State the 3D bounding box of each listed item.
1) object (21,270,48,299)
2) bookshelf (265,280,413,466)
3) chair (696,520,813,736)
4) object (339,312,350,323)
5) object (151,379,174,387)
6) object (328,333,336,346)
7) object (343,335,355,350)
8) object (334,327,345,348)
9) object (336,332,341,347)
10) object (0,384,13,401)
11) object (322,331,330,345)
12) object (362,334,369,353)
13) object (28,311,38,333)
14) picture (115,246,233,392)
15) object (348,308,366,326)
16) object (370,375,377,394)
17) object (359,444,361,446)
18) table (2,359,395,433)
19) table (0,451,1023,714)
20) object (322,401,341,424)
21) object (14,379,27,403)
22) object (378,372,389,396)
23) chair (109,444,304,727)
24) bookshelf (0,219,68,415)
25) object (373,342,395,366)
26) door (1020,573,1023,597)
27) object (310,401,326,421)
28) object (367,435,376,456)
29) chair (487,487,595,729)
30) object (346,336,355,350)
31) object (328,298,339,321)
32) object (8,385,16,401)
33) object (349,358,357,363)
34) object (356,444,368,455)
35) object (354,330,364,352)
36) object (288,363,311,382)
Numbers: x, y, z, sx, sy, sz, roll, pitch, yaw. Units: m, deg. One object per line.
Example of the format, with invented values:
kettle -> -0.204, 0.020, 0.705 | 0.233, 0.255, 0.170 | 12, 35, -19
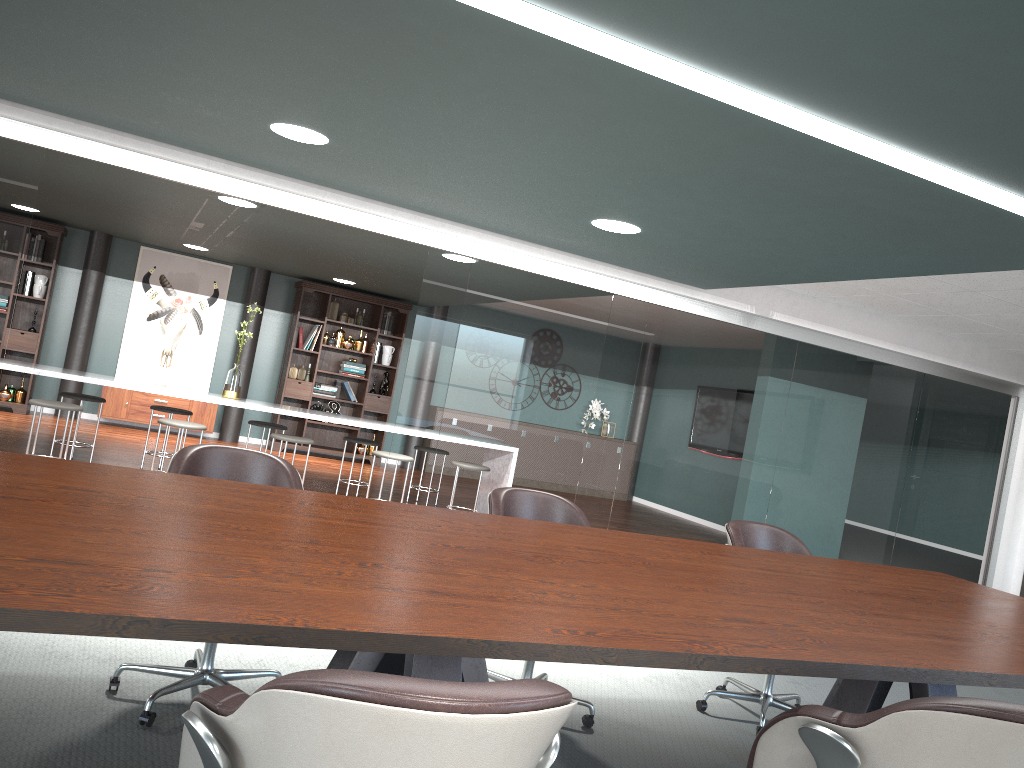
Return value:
object -> -4.984, -1.035, 9.295 | 0.268, 0.262, 0.137 | 10, -1, 16
bookshelf -> -2.073, -0.113, 10.618 | 1.339, 1.984, 0.482 | 11, -1, -24
chair -> 1.067, 0.984, 3.634 | 0.535, 0.761, 0.518 | 11, -1, -18
object -> -1.998, -0.789, 10.570 | 0.096, 0.126, 0.106 | 10, -1, 27
object -> -3.917, 0.019, 9.943 | 0.245, 0.112, 0.261 | 11, -1, -16
object -> -2.121, -0.526, 10.466 | 0.079, 0.161, 0.080 | 11, -1, 2
object -> -1.933, -0.497, 10.523 | 0.144, 0.175, 0.073 | 11, -1, -22
object -> -2.054, -0.557, 10.576 | 0.114, 0.251, 0.114 | 11, -1, 2
object -> -2.044, -0.526, 10.468 | 0.040, 0.191, 0.040 | 11, -1, -15
object -> -5.216, 0.088, 9.125 | 0.144, 0.175, 0.073 | 11, -1, -22
object -> -2.208, -0.547, 10.528 | 0.105, 0.172, 0.105 | 11, -1, -28
object -> -1.786, -0.489, 10.742 | 0.092, 0.222, 0.092 | 11, -1, 10
object -> -4.986, -0.653, 9.253 | 0.077, 0.228, 0.077 | 12, -1, -41
picture -> -3.838, -0.713, 10.101 | 1.002, 1.512, 0.031 | 11, -1, -24
object -> -1.867, -0.811, 10.638 | 0.196, 0.221, 0.184 | 11, -1, -24
object -> -1.668, 0.000, 10.747 | 0.077, 0.228, 0.077 | 12, -1, -41
object -> -1.813, 0.763, 10.792 | 0.099, 0.169, 0.099 | 10, -1, 40
table -> -2.185, 0.454, 6.706 | 4.577, 0.699, 0.609 | 11, -1, -24
table -> -0.984, 0.593, 1.759 | 6.694, 0.706, 1.374 | 11, -1, -24
object -> -2.143, 0.338, 10.651 | 0.233, 0.268, 0.051 | 11, -1, -24
object -> -5.104, 0.069, 9.225 | 0.108, 0.256, 0.108 | 11, -1, 10
object -> -1.563, -0.010, 10.809 | 0.116, 0.286, 0.215 | 11, -1, -28
chair -> -0.895, 0.598, 2.751 | 0.535, 0.761, 0.518 | 11, -1, -18
bookshelf -> -5.490, -0.785, 9.079 | 1.339, 1.984, 0.482 | 11, -1, -24
object -> -1.568, -0.363, 10.834 | 0.268, 0.262, 0.137 | 10, -1, 16
door -> 4.513, 0.980, 6.727 | 0.139, 2.130, 1.038 | 11, -1, -24
object -> -2.296, 0.321, 10.455 | 0.224, 0.238, 0.159 | 11, -1, -24
object -> -1.688, 0.742, 10.763 | 0.108, 0.256, 0.108 | 11, -1, 10
chair -> 0.071, 0.788, 3.177 | 0.533, 0.761, 0.523 | 12, -1, -42
object -> -1.946, -0.494, 10.651 | 0.099, 0.169, 0.099 | 10, -1, 40
object -> -2.118, -0.887, 10.542 | 0.104, 0.273, 0.104 | 11, -1, 12
object -> -5.229, 0.091, 9.253 | 0.099, 0.169, 0.099 | 10, -1, 40
object -> -1.915, -0.286, 10.659 | 0.104, 0.052, 0.100 | 11, -1, -20
object -> -1.800, 0.760, 10.664 | 0.144, 0.175, 0.073 | 11, -1, -22
object -> -1.822, -0.516, 10.622 | 0.108, 0.256, 0.108 | 11, -1, 10
object -> -2.496, -0.160, 10.403 | 0.250, 0.221, 0.186 | 11, -1, -26
